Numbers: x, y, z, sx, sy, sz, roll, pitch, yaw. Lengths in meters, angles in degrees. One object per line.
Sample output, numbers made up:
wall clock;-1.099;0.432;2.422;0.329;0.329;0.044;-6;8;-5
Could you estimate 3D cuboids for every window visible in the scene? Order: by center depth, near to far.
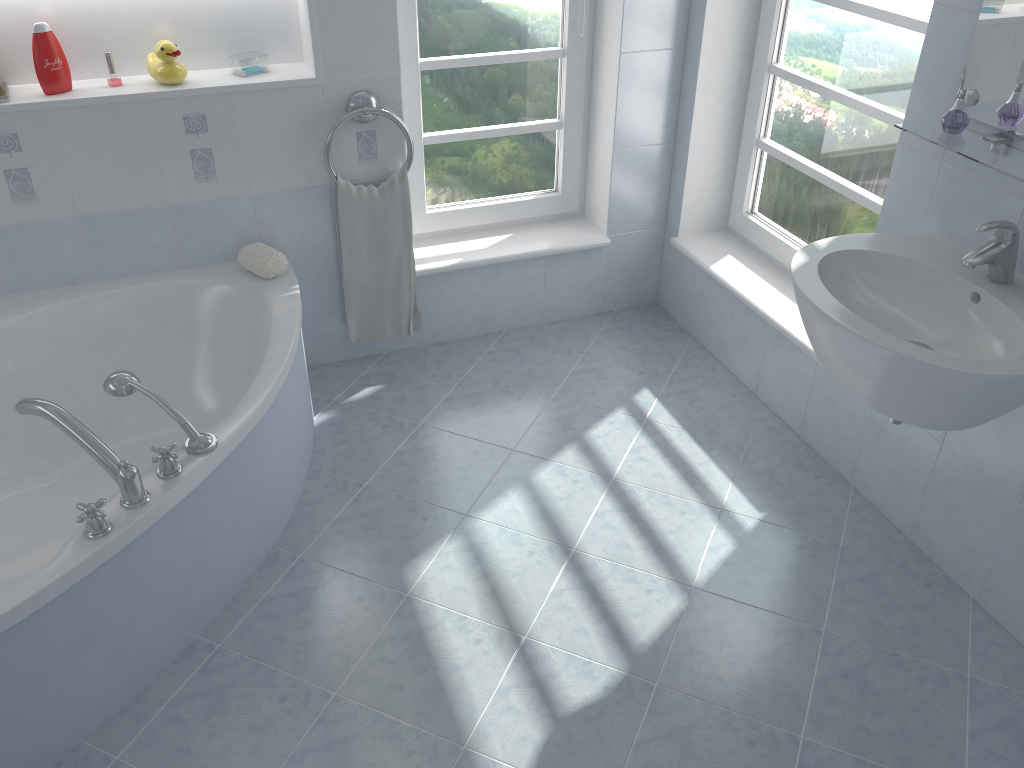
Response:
window;1.007;-1.206;2.477;0.142;2.067;0.963;-12;36;-17
window;-0.062;-1.455;2.836;0.758;2.067;0.142;-12;36;-17

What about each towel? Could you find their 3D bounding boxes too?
towel;-0.447;-0.427;3.021;0.280;0.635;0.083;-11;35;-17

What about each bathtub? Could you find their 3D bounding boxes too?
bathtub;-1.221;0.233;2.186;1.596;0.670;1.578;-12;36;-17

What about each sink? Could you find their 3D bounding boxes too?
sink;0.894;-0.110;1.950;0.533;0.489;0.634;-12;36;-17

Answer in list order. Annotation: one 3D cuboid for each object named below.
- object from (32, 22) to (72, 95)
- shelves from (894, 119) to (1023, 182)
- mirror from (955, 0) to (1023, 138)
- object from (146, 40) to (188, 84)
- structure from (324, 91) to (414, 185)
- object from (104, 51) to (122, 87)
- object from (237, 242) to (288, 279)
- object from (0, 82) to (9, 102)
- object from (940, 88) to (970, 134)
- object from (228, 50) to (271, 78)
object;-1.290;-0.908;2.474;0.044;0.190;0.092;28;43;35
shelves;1.058;-0.431;1.812;0.170;0.045;0.620;-12;36;-17
mirror;1.135;-0.756;1.630;0.012;0.680;0.620;-12;36;-17
object;-1.010;-0.941;2.586;0.132;0.122;0.095;21;39;27
structure;-0.458;-0.758;2.822;0.291;0.332;0.051;-12;36;-17
object;-1.157;-0.911;2.563;0.030;0.096;0.030;26;41;33
object;-0.793;-0.393;2.817;0.165;0.077;0.105;26;41;33
object;-1.494;-0.854;2.441;0.160;0.130;0.160;-15;37;-22
object;0.980;-0.600;1.949;0.059;0.094;0.059;26;41;33
object;-0.799;-0.974;2.700;0.072;0.053;0.102;29;43;35
